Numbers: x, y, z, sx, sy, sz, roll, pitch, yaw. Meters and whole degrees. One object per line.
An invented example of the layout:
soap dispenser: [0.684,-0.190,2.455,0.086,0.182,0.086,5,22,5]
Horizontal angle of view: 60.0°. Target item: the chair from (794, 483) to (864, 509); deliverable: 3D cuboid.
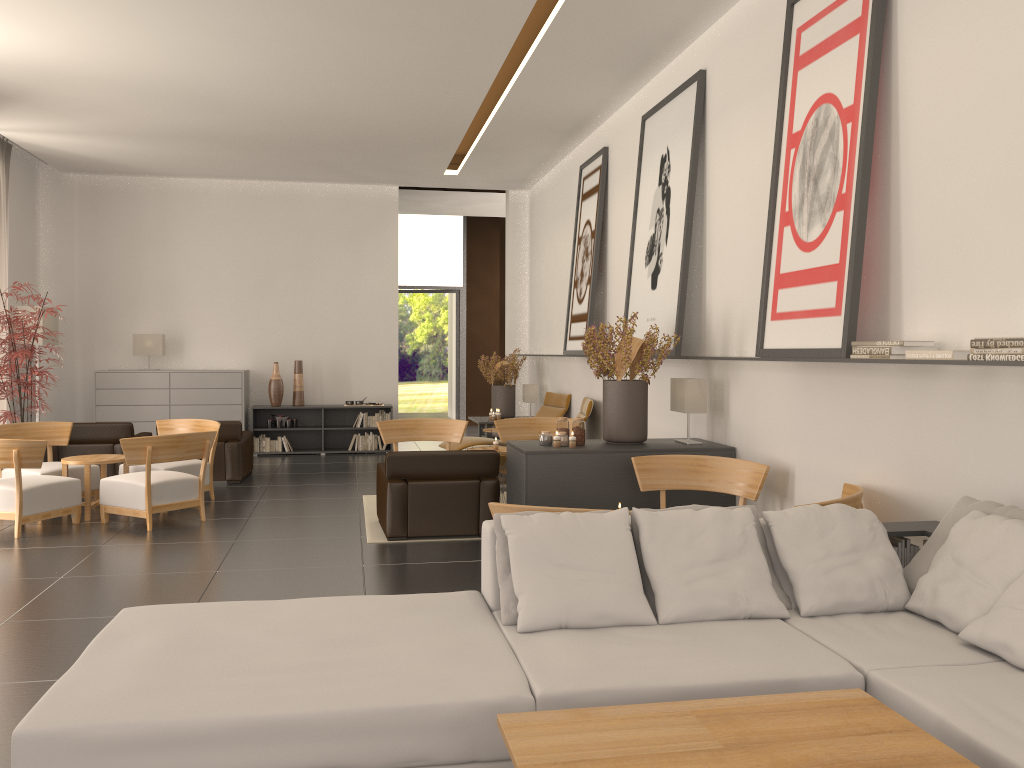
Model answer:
chair: [2.191,1.436,7.137,1.151,1.226,1.452,1,2,35]

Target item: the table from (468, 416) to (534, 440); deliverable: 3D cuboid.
table: [-0.054,1.186,19.401,1.600,0.840,1.601,0,2,-10]

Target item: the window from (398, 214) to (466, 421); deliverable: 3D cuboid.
window: [-6.508,-2.349,26.796,10.308,7.379,0.100,0,1,-10]

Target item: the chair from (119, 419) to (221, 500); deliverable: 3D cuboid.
chair: [-5.198,1.184,13.547,1.452,1.226,1.151,1,2,30]

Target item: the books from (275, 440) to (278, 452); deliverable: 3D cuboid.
books: [-5.251,1.376,19.785,0.054,0.249,0.167,0,1,-10]

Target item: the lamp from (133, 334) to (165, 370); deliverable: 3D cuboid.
lamp: [-8.057,-0.705,19.687,0.619,0.796,0.309,0,1,-10]

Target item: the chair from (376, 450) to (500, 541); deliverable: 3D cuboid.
chair: [-0.949,1.340,11.416,1.538,1.075,1.500,0,2,-10]

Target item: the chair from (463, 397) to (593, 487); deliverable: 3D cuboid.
chair: [0.197,0.996,15.638,2.421,1.485,1.300,0,1,0]

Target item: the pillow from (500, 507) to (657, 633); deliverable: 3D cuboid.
pillow: [0.373,1.069,5.188,0.801,0.598,0.585,0,2,-11]

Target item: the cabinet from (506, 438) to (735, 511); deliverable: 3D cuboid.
cabinet: [1.215,1.313,10.279,2.400,1.239,1.120,0,1,-10]

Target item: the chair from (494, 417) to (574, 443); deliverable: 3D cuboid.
chair: [0.473,1.175,14.054,1.452,1.226,1.151,0,1,-10]

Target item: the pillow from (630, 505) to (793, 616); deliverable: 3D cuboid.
pillow: [1.212,1.081,5.483,0.919,0.591,0.557,0,1,-11]

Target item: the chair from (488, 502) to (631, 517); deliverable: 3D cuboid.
chair: [0.599,1.448,6.624,1.452,1.226,1.151,1,2,15]

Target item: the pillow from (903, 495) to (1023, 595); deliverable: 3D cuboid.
pillow: [2.762,1.041,5.336,0.643,0.657,0.883,0,2,-11]

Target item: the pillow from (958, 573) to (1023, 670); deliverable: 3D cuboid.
pillow: [2.730,1.125,4.360,0.590,0.562,0.803,0,2,-15]

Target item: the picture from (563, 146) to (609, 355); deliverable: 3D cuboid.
picture: [1.280,-2.255,15.619,0.384,3.492,1.601,0,1,-10]

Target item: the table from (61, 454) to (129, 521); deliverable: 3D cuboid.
table: [-5.824,1.433,12.413,0.870,0.803,0.870,1,2,12]

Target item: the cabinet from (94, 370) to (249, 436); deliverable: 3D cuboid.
cabinet: [-7.468,0.635,19.632,3.080,1.876,1.040,0,1,-10]

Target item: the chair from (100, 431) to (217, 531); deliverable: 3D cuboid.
chair: [-4.755,1.243,11.899,1.151,1.226,1.452,1,2,35]

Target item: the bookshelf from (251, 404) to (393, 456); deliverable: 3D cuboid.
bookshelf: [-4.276,1.031,20.102,3.080,1.079,0.740,0,1,-10]

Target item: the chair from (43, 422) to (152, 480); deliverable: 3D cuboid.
chair: [-7.243,1.174,15.513,1.538,1.075,1.500,0,2,-10]

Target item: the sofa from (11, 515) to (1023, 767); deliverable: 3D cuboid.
sofa: [0.849,1.575,3.136,5.525,1.204,5.607,0,2,-10]

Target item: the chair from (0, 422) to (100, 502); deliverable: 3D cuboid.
chair: [-6.837,1.198,12.973,1.151,1.226,1.452,1,2,25]

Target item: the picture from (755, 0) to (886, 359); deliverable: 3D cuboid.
picture: [2.710,-1.976,7.868,0.384,3.492,1.601,0,1,-10]

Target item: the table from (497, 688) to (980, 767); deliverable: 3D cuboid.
table: [0.869,1.772,2.930,1.600,0.840,1.601,0,2,-10]

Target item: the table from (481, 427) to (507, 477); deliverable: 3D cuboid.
table: [-0.152,1.261,16.469,0.797,0.903,0.798,-1,2,-33]

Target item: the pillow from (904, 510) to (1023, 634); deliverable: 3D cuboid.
pillow: [2.656,1.073,5.021,0.587,0.596,0.819,0,2,-10]

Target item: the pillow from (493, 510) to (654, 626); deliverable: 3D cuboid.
pillow: [0.350,1.084,5.328,0.919,0.577,0.549,0,1,-10]

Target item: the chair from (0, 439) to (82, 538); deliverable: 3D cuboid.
chair: [-6.348,1.256,11.386,1.452,1.226,1.151,1,2,15]

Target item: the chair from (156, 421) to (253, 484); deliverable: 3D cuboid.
chair: [-5.486,1.168,15.837,1.538,1.075,1.500,0,2,-10]

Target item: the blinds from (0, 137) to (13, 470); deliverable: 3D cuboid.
blinds: [-9.695,-1.541,16.543,0.417,6.430,1.550,0,1,-14]

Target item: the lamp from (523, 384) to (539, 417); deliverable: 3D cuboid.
lamp: [0.407,0.390,19.473,0.257,0.756,0.514,0,1,-10]

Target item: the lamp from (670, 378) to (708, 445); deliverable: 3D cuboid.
lamp: [2.071,0.315,10.406,0.257,0.757,0.514,0,1,-10]

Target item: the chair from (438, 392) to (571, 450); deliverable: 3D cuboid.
chair: [-0.140,0.931,17.463,2.421,1.485,1.300,0,2,-20]

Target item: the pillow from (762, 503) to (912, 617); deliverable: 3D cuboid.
pillow: [2.022,1.072,5.502,0.797,0.580,0.625,0,2,-9]

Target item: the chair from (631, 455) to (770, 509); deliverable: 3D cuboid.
chair: [1.748,1.376,8.785,1.452,1.226,1.151,1,2,30]

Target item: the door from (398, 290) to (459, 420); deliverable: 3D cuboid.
door: [-2.839,-0.816,27.813,2.377,4.268,0.100,0,1,5]

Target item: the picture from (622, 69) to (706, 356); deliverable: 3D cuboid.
picture: [1.974,-2.120,11.861,0.384,3.492,2.194,0,1,-10]

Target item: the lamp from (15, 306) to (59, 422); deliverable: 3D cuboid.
lamp: [-9.627,0.033,18.000,0.908,3.178,1.000,0,1,-10]

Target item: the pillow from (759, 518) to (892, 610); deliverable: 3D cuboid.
pillow: [2.069,1.118,5.661,0.918,0.510,0.616,0,2,-8]

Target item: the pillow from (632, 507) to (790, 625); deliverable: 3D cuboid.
pillow: [1.173,1.068,5.337,0.801,0.595,0.595,0,2,-10]

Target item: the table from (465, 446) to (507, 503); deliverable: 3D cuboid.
table: [-0.256,1.373,12.904,0.797,0.903,0.798,0,1,12]

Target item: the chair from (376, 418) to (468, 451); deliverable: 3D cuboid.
chair: [-1.356,1.181,13.717,1.452,1.226,1.151,0,1,-10]
